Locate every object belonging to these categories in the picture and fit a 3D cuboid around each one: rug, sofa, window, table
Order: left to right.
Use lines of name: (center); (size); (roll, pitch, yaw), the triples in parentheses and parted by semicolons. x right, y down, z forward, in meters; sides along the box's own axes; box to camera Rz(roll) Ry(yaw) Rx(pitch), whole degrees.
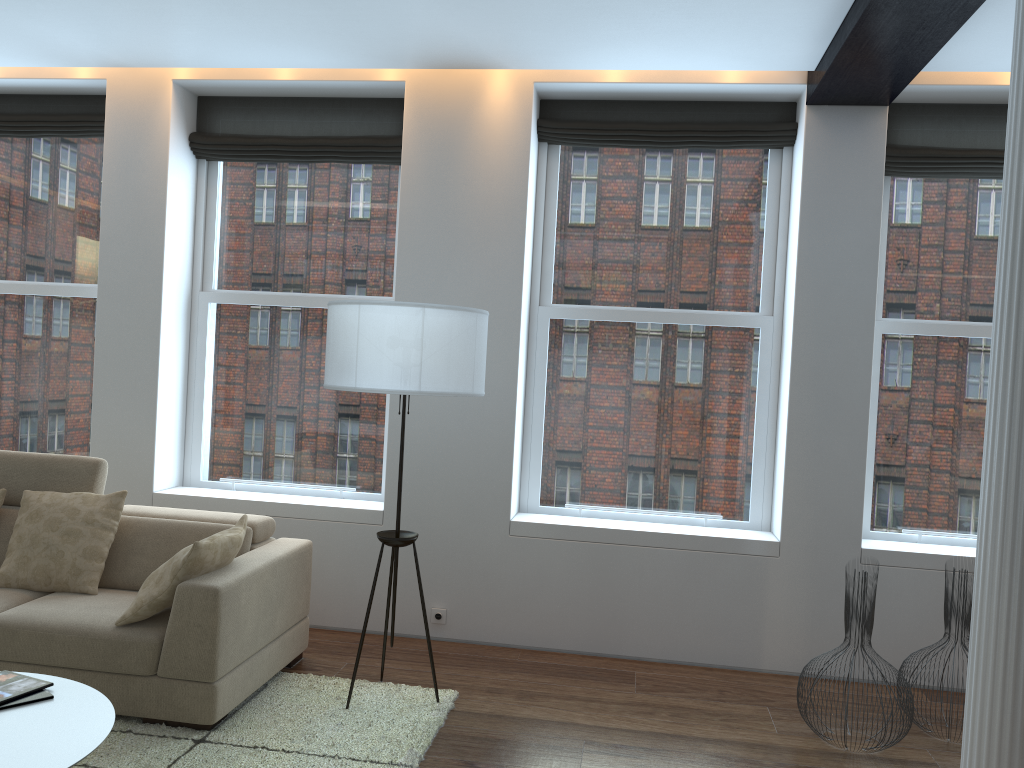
rug: (-2.550, 1.296, 2.836); (4.231, 0.020, 2.972); (3, 1, 8)
table: (-1.639, 1.147, 2.395); (1.022, 0.393, 1.022); (2, 1, -37)
sofa: (-2.325, 0.820, 4.077); (2.581, 0.950, 1.018); (3, 1, 8)
window: (-3.029, -0.571, 5.493); (1.444, 2.400, 0.123); (3, 1, 8)
window: (-1.255, -0.471, 5.237); (1.345, 2.400, 0.123); (3, 1, 8)
window: (0.788, -0.356, 4.942); (1.391, 2.400, 0.123); (3, 1, 8)
window: (2.579, -0.256, 4.684); (1.432, 2.400, 0.123); (3, 1, 8)

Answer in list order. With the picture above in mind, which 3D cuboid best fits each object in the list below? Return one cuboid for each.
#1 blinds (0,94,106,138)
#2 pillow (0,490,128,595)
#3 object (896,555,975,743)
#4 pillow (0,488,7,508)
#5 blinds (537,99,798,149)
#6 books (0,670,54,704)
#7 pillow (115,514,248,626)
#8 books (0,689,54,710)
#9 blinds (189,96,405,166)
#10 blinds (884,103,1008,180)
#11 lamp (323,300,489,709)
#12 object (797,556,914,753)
blinds: (-2.978, -1.643, 5.412); (1.442, 0.275, 0.156); (3, 1, 8)
pillow: (-2.065, 0.704, 4.050); (0.534, 0.439, 0.301); (3, 1, 5)
object: (1.938, 1.137, 3.863); (0.458, 0.781, 0.458); (3, 1, 7)
pillow: (-2.685, 0.680, 4.127); (0.519, 0.416, 0.368); (3, 1, 4)
blinds: (0.836, -1.428, 4.861); (1.396, 0.275, 0.156); (3, 1, 8)
books: (-1.593, 0.933, 2.679); (0.220, 0.010, 0.300); (4, 1, 23)
pillow: (-1.349, 0.771, 3.707); (0.395, 0.393, 0.518); (3, 1, 5)
books: (-1.575, 0.944, 2.662); (0.220, 0.010, 0.300); (4, 1, 43)
blinds: (-1.211, -1.484, 5.157); (1.342, 0.393, 0.156); (3, 1, 8)
blinds: (2.622, -1.267, 4.589); (1.431, 0.395, 0.183); (3, 1, 8)
lamp: (-0.495, 0.528, 3.885); (0.698, 1.728, 0.698); (4, 1, 32)
object: (1.446, 1.113, 3.715); (0.458, 0.781, 0.458); (3, 1, 7)
